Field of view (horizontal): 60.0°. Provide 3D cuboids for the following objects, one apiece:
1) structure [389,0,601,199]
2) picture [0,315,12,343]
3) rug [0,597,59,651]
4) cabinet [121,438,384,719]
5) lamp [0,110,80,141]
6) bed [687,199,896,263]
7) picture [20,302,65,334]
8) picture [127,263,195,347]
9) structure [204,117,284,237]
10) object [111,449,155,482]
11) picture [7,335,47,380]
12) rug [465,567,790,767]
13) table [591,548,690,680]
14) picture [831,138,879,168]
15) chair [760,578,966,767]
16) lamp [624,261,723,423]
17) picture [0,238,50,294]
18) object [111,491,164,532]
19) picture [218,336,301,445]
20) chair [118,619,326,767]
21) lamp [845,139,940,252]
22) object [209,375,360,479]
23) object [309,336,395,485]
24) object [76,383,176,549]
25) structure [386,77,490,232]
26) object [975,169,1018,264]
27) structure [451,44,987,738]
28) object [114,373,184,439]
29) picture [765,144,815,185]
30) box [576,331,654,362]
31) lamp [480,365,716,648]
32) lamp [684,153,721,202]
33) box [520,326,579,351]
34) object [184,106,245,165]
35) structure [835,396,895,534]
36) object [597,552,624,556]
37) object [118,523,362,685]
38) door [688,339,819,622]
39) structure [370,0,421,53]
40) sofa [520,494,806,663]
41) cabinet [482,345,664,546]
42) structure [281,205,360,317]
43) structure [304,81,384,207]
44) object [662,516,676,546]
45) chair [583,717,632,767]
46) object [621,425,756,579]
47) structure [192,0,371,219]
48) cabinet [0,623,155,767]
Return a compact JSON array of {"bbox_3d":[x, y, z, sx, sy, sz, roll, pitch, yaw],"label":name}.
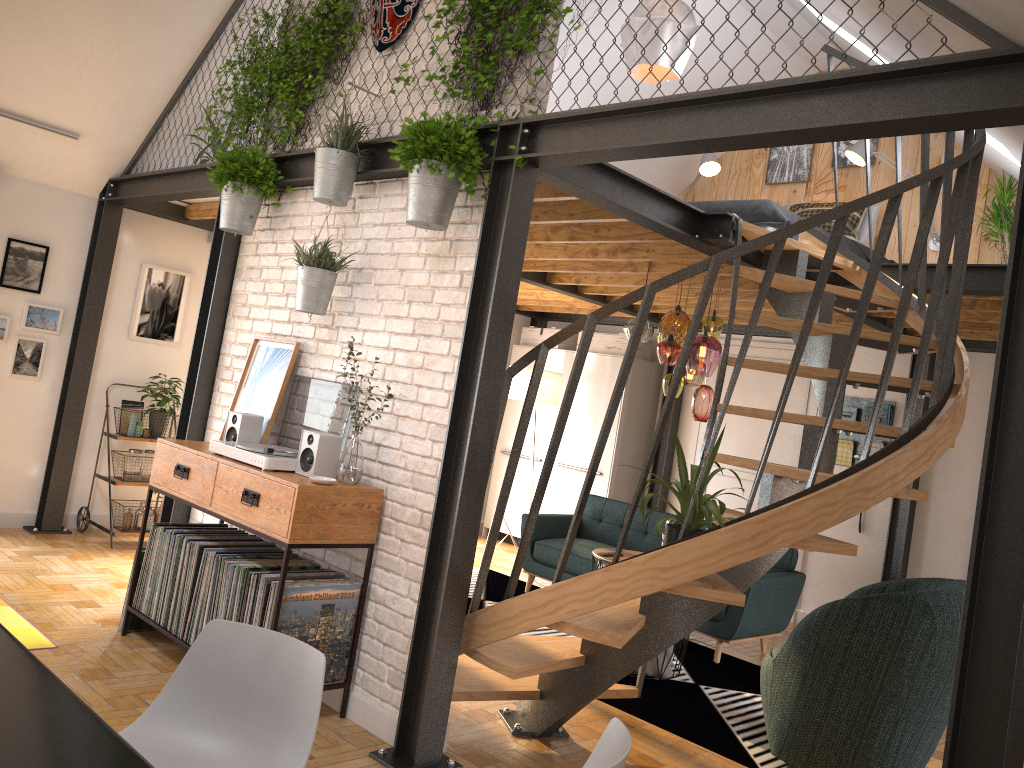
[{"bbox_3d":[0.011,-1.669,3.726,1.308,1.875,0.456,7,-4,41],"label":"structure"},{"bbox_3d":[-3.496,-0.383,5.914,0.023,0.184,0.250,6,-4,44],"label":"picture"},{"bbox_3d":[-3.644,0.904,3.637,1.943,0.024,2.770,8,-2,44],"label":"rug"},{"bbox_3d":[-1.226,0.829,4.014,1.268,0.966,0.454,7,-4,44],"label":"cabinet"},{"bbox_3d":[-4.058,-1.752,4.604,0.208,0.262,3.474,7,-3,45],"label":"lamp"},{"bbox_3d":[1.703,-1.209,6.960,2.127,1.024,2.279,8,-2,44],"label":"bed"},{"bbox_3d":[-3.257,-0.455,6.150,0.023,0.184,0.250,6,-4,44],"label":"picture"},{"bbox_3d":[-2.664,-0.596,6.744,0.023,0.576,0.413,6,-4,44],"label":"picture"},{"bbox_3d":[-1.428,-1.108,4.726,0.422,0.654,0.438,10,-3,-16],"label":"structure"},{"bbox_3d":[-2.641,0.589,6.392,0.239,0.216,0.437,7,-3,44],"label":"object"},{"bbox_3d":[-3.337,-0.180,6.103,0.022,0.285,0.200,6,-4,43],"label":"picture"},{"bbox_3d":[0.430,1.626,5.662,3.509,0.010,1.693,8,-2,44],"label":"rug"},{"bbox_3d":[0.774,1.324,5.293,0.680,0.687,0.680,10,-2,-6],"label":"table"},{"bbox_3d":[2.937,-2.098,7.549,0.381,0.508,0.011,7,-4,44],"label":"picture"},{"bbox_3d":[1.618,1.303,4.072,0.903,0.966,0.893,8,-3,29],"label":"chair"},{"bbox_3d":[1.035,-0.303,5.561,0.617,1.016,0.490,10,-3,-6],"label":"lamp"},{"bbox_3d":[-3.327,-0.804,6.045,0.021,0.337,0.260,6,-4,44],"label":"picture"},{"bbox_3d":[-2.575,0.889,6.265,0.277,0.291,0.437,7,-3,44],"label":"object"},{"bbox_3d":[-1.276,0.049,4.458,0.412,0.577,0.126,7,-4,44],"label":"picture"},{"bbox_3d":[-0.642,0.927,1.626,0.404,0.868,0.428,8,-3,25],"label":"chair"},{"bbox_3d":[3.030,-1.501,7.039,0.850,0.816,0.194,9,-3,1],"label":"lamp"},{"bbox_3d":[-1.044,0.161,4.045,0.789,0.415,0.413,8,-3,44],"label":"object"},{"bbox_3d":[-0.698,0.108,3.761,0.289,0.622,0.296,11,-4,-31],"label":"object"},{"bbox_3d":[-2.660,0.580,6.415,0.633,1.081,0.576,7,-4,44],"label":"object"},{"bbox_3d":[-0.307,-0.944,3.633,0.422,0.654,0.438,10,-3,-16],"label":"structure"},{"bbox_3d":[3.508,-0.930,6.160,0.788,1.051,0.732,10,-3,-7],"label":"object"},{"bbox_3d":[1.109,-0.209,3.989,2.240,3.827,1.630,11,-4,-31],"label":"structure"},{"bbox_3d":[-2.638,0.155,6.495,0.490,0.476,0.397,11,-3,-34],"label":"object"},{"bbox_3d":[2.503,-2.073,7.952,0.422,0.556,0.017,7,-4,44],"label":"picture"},{"bbox_3d":[1.005,-0.373,8.628,0.643,0.219,0.374,8,-2,39],"label":"box"},{"bbox_3d":[0.612,0.803,6.763,0.568,1.722,2.363,12,-3,-38],"label":"lamp"},{"bbox_3d":[1.727,-1.691,8.305,0.194,0.815,0.849,9,-2,-3],"label":"lamp"},{"bbox_3d":[0.419,-0.459,9.176,0.374,0.219,0.643,11,-2,-36],"label":"box"},{"bbox_3d":[-2.005,-1.610,6.108,0.529,0.593,0.455,8,-3,26],"label":"object"},{"bbox_3d":[2.774,0.645,7.124,0.443,1.079,0.099,6,-5,44],"label":"structure"},{"bbox_3d":[0.589,1.019,5.302,0.051,0.013,0.206,8,-2,44],"label":"object"},{"bbox_3d":[-1.280,1.019,4.041,1.316,0.576,0.403,8,-3,44],"label":"object"},{"bbox_3d":[2.065,0.764,7.776,1.203,2.306,0.087,6,-4,44],"label":"door"},{"bbox_3d":[-0.595,-2.072,4.252,0.442,0.967,0.191,6,-4,44],"label":"structure"},{"bbox_3d":[1.011,1.335,6.410,1.978,0.784,0.821,8,-3,44],"label":"sofa"},{"bbox_3d":[0.639,0.703,8.910,1.510,2.007,0.805,7,-4,44],"label":"cabinet"},{"bbox_3d":[-0.895,-0.572,4.144,0.383,0.536,0.360,11,-3,-36],"label":"structure"},{"bbox_3d":[-0.821,-1.126,4.178,0.384,0.608,0.347,9,-3,7],"label":"structure"},{"bbox_3d":[0.982,0.942,5.333,0.190,0.296,0.172,8,-3,18],"label":"object"},{"bbox_3d":[-0.072,1.021,1.549,0.430,0.873,0.402,9,-3,12],"label":"chair"},{"bbox_3d":[0.679,0.422,3.384,0.529,0.593,0.455,8,-3,31],"label":"object"},{"bbox_3d":[-1.230,-1.687,4.879,2.132,1.683,0.429,7,-4,44],"label":"structure"},{"bbox_3d":[-0.649,0.768,0.513,2.443,1.138,0.995,8,-3,44],"label":"cabinet"}]
